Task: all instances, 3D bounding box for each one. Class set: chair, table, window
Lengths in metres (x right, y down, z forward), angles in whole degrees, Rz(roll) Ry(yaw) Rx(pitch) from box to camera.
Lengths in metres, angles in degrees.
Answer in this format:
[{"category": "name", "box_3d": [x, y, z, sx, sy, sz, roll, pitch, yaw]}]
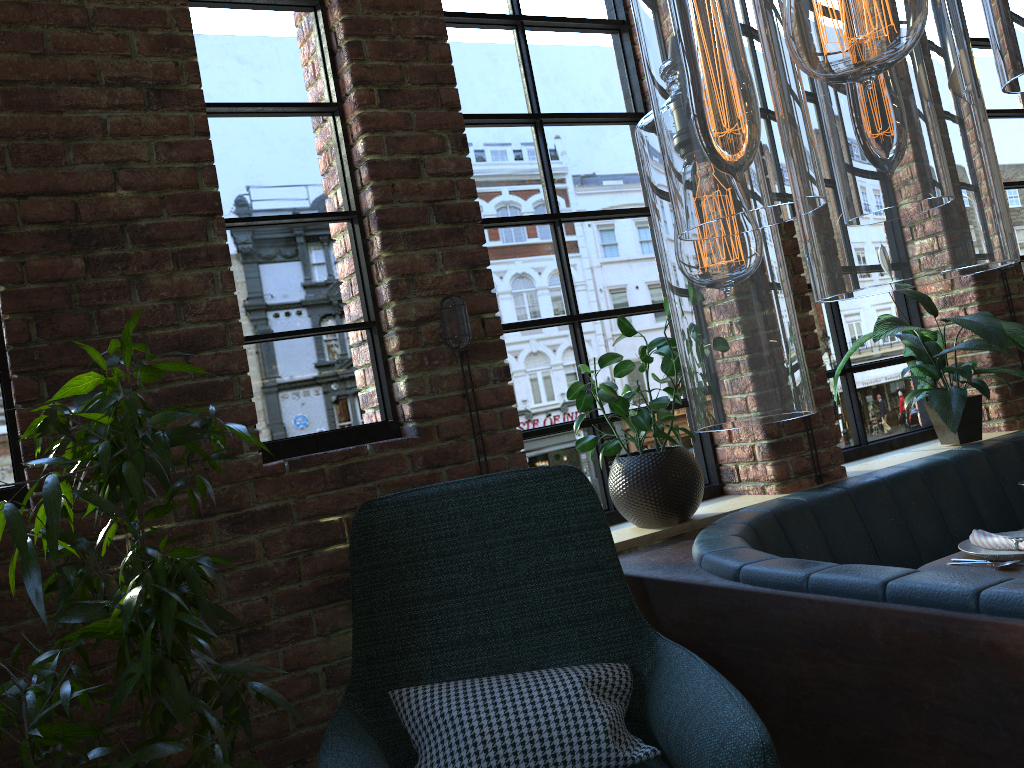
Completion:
[{"category": "chair", "box_3d": [0.043, 0.746, 1.665, 0.803, 1.100, 1.035, -10, -3, -5]}, {"category": "table", "box_3d": [1.807, 0.660, 2.121, 1.484, 0.662, 0.851, -9, -3, -28]}, {"category": "window", "box_3d": [0.319, -0.783, 1.920, 3.562, 2.435, 8.213, -12, -2, 26]}]

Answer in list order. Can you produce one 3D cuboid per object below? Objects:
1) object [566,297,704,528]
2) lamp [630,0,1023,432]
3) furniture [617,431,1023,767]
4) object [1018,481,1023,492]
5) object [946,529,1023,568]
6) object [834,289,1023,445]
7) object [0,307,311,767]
[{"category": "object", "box_3d": [0.426, 0.091, 2.716, 0.509, 0.665, 0.387, -10, -3, -5]}, {"category": "lamp", "box_3d": [0.080, -1.042, 0.453, 0.287, 2.125, 0.504, -10, -4, -5]}, {"category": "furniture", "box_3d": [1.661, 0.610, 2.374, 2.517, 0.824, 1.413, -9, -2, -28]}, {"category": "object", "box_3d": [1.266, 0.322, 2.067, 0.099, 0.192, 0.098, -11, -3, 1]}, {"category": "object", "box_3d": [1.262, 0.399, 2.212, 0.314, 0.051, 0.278, -10, -2, -25]}, {"category": "object", "box_3d": [1.530, -0.150, 3.198, 0.705, 0.753, 0.629, -9, -3, -29]}, {"category": "object", "box_3d": [-0.746, 0.668, 1.499, 0.757, 1.533, 0.820, -13, -4, 40]}]
